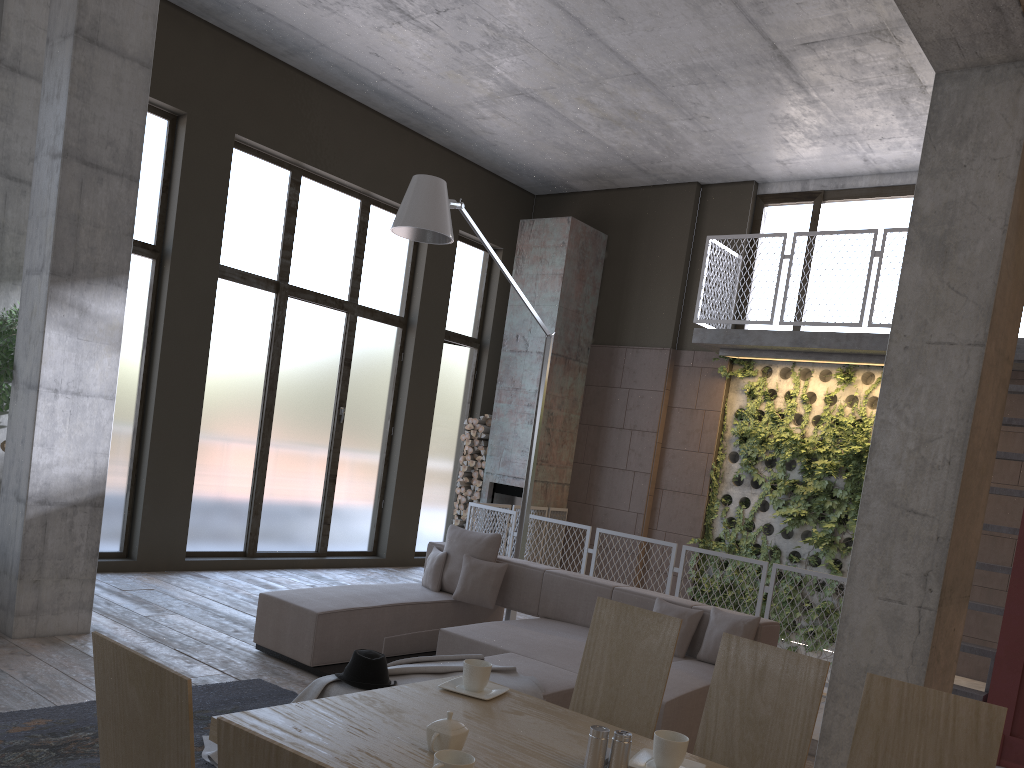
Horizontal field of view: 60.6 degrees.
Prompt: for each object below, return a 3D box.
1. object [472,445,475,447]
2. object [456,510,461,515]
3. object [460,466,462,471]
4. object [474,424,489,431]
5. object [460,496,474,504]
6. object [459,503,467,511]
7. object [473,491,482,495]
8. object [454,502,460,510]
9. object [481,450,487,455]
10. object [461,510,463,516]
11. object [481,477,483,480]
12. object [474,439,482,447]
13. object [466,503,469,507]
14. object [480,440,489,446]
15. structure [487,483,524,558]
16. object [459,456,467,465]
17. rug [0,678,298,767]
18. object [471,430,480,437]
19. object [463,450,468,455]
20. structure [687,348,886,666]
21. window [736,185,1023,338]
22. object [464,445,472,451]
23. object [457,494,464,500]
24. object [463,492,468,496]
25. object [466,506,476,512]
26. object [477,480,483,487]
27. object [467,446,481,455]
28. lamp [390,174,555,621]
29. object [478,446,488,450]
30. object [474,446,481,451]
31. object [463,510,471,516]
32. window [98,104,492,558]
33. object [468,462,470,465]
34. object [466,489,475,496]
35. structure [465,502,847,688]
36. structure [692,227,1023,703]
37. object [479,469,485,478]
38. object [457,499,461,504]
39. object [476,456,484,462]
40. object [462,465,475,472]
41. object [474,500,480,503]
[{"bbox_3d":[-0.422,0.816,11.599,0.088,0.057,0.335,7,-4,38],"label":"object"},{"bbox_3d":[-0.584,1.723,11.741,0.066,0.067,0.427,8,-3,38],"label":"object"},{"bbox_3d":[-0.529,1.142,11.666,0.066,0.067,0.427,8,-3,38],"label":"object"},{"bbox_3d":[-0.334,0.586,11.502,0.103,0.084,0.366,8,-3,38],"label":"object"},{"bbox_3d":[-0.550,1.541,11.633,0.097,0.107,0.297,9,-2,40],"label":"object"},{"bbox_3d":[-0.535,1.649,11.713,0.091,0.094,0.441,8,-3,38],"label":"object"},{"bbox_3d":[-0.351,1.448,11.581,0.066,0.071,0.427,8,-3,38],"label":"object"},{"bbox_3d":[-0.632,1.642,11.736,0.087,0.109,0.369,9,-2,38],"label":"object"},{"bbox_3d":[-0.261,0.926,11.511,0.066,0.085,0.429,9,-3,37],"label":"object"},{"bbox_3d":[-0.522,1.730,11.691,0.066,0.067,0.427,8,-3,38],"label":"object"},{"bbox_3d":[-0.271,1.242,11.553,0.100,0.087,0.366,8,-3,38],"label":"object"},{"bbox_3d":[-0.331,0.795,11.553,0.090,0.090,0.459,8,-3,37],"label":"object"},{"bbox_3d":[-0.457,1.642,11.685,0.100,0.087,0.366,8,-3,38],"label":"object"},{"bbox_3d":[-0.257,0.794,11.532,0.066,0.071,0.427,8,-3,38],"label":"object"},{"bbox_3d":[-0.060,1.748,11.169,0.569,0.933,0.057,10,4,38],"label":"structure"},{"bbox_3d":[-0.559,1.031,11.701,0.063,0.126,0.367,10,-1,38],"label":"object"},{"bbox_3d":[-2.042,1.669,4.005,1.150,0.049,2.947,5,-5,39],"label":"rug"},{"bbox_3d":[-0.354,0.675,11.559,0.092,0.083,0.484,8,-3,38],"label":"object"},{"bbox_3d":[-0.545,0.914,11.603,0.045,0.073,0.253,10,-2,38],"label":"object"},{"bbox_3d":[3.169,1.309,9.530,2.595,3.845,1.011,9,4,39],"label":"structure"},{"bbox_3d":[4.135,-1.201,9.208,3.527,1.759,0.110,6,2,39],"label":"window"},{"bbox_3d":[-0.500,0.877,11.677,0.099,0.103,0.295,8,-2,40],"label":"object"},{"bbox_3d":[-0.594,1.531,11.726,0.099,0.103,0.295,8,-2,40],"label":"object"},{"bbox_3d":[-0.516,1.470,11.648,0.088,0.057,0.335,7,-4,38],"label":"object"},{"bbox_3d":[-0.415,1.661,11.582,0.089,0.090,0.460,8,-3,40],"label":"object"},{"bbox_3d":[-0.278,1.325,11.510,0.092,0.084,0.484,8,-3,38],"label":"object"},{"bbox_3d":[-0.456,0.886,11.584,0.097,0.107,0.297,9,-2,40],"label":"object"},{"bbox_3d":[-0.198,0.449,7.111,0.748,3.444,2.642,10,2,27],"label":"lamp"},{"bbox_3d":[-0.287,0.856,11.518,0.120,0.068,0.367,6,-4,40],"label":"object"},{"bbox_3d":[-0.365,0.863,11.585,0.063,0.075,0.363,9,-3,37],"label":"object"},{"bbox_3d":[-0.463,1.725,11.642,0.092,0.084,0.484,8,-3,38],"label":"object"},{"bbox_3d":[-3.365,-0.400,8.230,0.206,4.188,9.295,11,0,38],"label":"window"},{"bbox_3d":[-0.394,1.072,11.589,0.113,0.080,0.439,7,-4,38],"label":"object"},{"bbox_3d":[-0.425,1.449,11.602,0.090,0.090,0.459,8,-3,37],"label":"object"},{"bbox_3d":[1.751,2.085,9.298,4.380,0.938,1.945,5,-4,39],"label":"structure"},{"bbox_3d":[3.011,0.614,8.247,3.640,4.341,3.059,9,1,39],"label":"structure"},{"bbox_3d":[-0.290,1.187,11.482,0.087,0.109,0.369,9,-2,38],"label":"object"},{"bbox_3d":[-0.639,1.568,11.652,0.045,0.073,0.253,10,-2,38],"label":"object"},{"bbox_3d":[-0.293,1.005,11.566,0.113,0.080,0.439,7,-4,38],"label":"object"},{"bbox_3d":[-0.471,1.137,11.617,0.092,0.084,0.484,8,-3,38],"label":"object"},{"bbox_3d":[-0.355,1.580,11.560,0.066,0.085,0.429,9,-3,37],"label":"object"}]
